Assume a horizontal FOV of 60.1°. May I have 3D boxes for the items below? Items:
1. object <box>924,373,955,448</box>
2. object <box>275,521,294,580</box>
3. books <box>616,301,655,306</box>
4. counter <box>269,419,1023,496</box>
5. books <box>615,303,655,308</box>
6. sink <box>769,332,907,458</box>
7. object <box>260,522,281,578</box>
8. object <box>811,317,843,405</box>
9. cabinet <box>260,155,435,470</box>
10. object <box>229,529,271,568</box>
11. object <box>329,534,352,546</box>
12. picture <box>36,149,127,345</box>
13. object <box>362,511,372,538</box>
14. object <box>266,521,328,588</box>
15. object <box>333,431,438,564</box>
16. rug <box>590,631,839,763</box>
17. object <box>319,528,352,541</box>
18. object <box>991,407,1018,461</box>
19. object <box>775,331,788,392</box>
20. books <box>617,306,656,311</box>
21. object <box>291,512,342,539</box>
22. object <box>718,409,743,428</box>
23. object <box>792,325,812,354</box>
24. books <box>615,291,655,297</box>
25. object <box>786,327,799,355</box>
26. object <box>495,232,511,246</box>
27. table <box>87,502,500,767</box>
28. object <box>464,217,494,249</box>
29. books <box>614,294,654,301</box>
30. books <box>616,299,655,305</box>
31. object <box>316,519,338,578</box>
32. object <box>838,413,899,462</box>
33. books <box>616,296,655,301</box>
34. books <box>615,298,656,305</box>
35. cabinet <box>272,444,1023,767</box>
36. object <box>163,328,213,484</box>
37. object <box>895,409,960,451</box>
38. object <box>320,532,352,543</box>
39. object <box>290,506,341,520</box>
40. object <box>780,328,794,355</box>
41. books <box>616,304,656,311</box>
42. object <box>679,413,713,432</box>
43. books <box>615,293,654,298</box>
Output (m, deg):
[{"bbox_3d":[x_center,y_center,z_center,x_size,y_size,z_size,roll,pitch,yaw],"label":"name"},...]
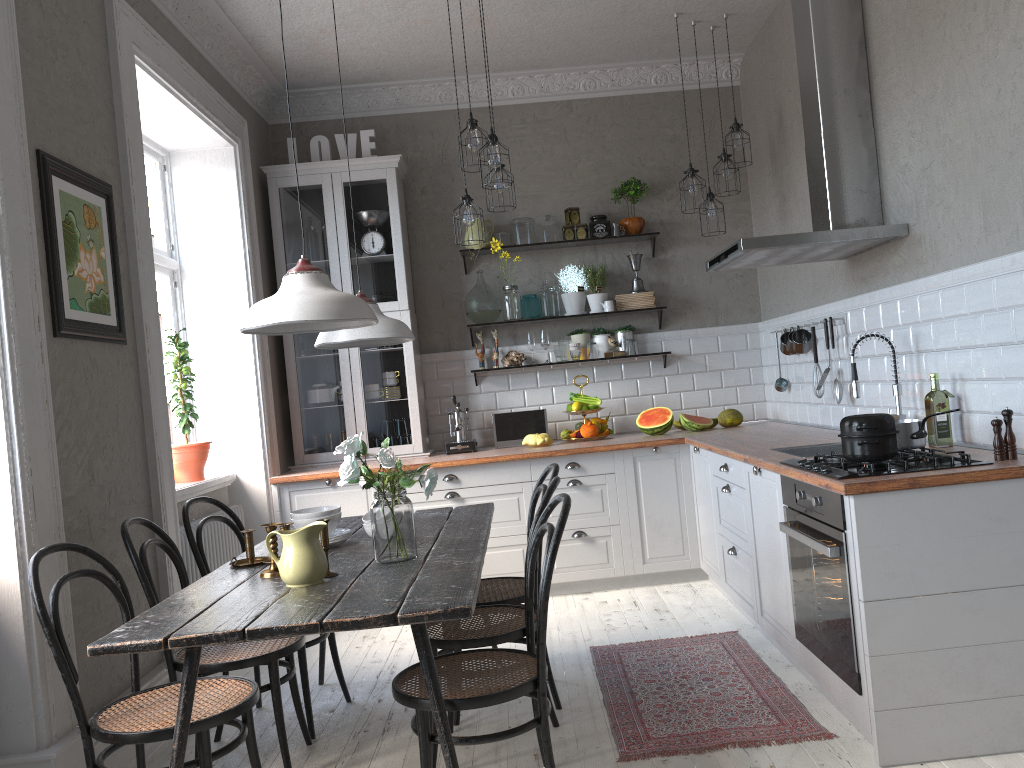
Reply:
[{"bbox_3d":[1.623,0.099,3.347,0.089,0.282,0.081,-5,0,-1],"label":"object"},{"bbox_3d":[-0.677,0.496,2.664,0.061,0.172,0.063,-5,0,21],"label":"object"},{"bbox_3d":[0.825,-0.530,5.913,0.259,0.016,0.158,-6,0,8],"label":"books"},{"bbox_3d":[0.194,0.398,4.285,3.165,0.039,3.386,-5,0,-1],"label":"counter"},{"bbox_3d":[0.826,-0.519,5.913,0.259,0.016,0.159,-6,0,11],"label":"books"},{"bbox_3d":[1.383,0.155,3.678,0.529,0.720,0.485,-5,0,-1],"label":"sink"},{"bbox_3d":[-0.737,0.502,2.734,0.097,0.172,0.094,-5,0,-20],"label":"object"},{"bbox_3d":[1.600,-0.115,4.554,0.081,0.443,0.329,-5,0,1],"label":"object"},{"bbox_3d":[-1.036,-0.434,5.703,0.881,1.921,0.387,-5,0,-2],"label":"cabinet"},{"bbox_3d":[-0.879,0.547,2.968,0.141,0.112,0.137,-5,0,-18],"label":"object"},{"bbox_3d":[-0.698,0.574,3.201,0.235,0.027,0.240,-6,0,17],"label":"object"},{"bbox_3d":[-1.517,-0.459,3.155,0.020,0.619,0.520,-5,0,0],"label":"picture"},{"bbox_3d":[-0.486,0.508,3.252,0.123,0.119,0.129,-6,0,15],"label":"object"},{"bbox_3d":[-0.610,0.490,2.548,0.153,0.170,0.133,-5,0,-40],"label":"object"},{"bbox_3d":[-0.381,0.346,2.760,0.312,0.414,0.251,-5,0,-3],"label":"object"},{"bbox_3d":[0.704,1.181,3.490,0.737,0.014,1.288,-5,0,0],"label":"rug"},{"bbox_3d":[-0.700,0.557,3.201,0.234,0.027,0.241,-6,0,22],"label":"object"},{"bbox_3d":[1.562,0.157,2.814,0.073,0.167,0.036,-5,0,-2],"label":"object"},{"bbox_3d":[1.641,-0.139,5.440,0.077,0.379,0.082,-5,0,-1],"label":"object"},{"bbox_3d":[0.828,-0.497,5.913,0.261,0.011,0.158,-5,0,1],"label":"books"},{"bbox_3d":[-0.703,0.521,3.201,0.181,0.094,0.178,-5,0,-10],"label":"object"},{"bbox_3d":[1.389,0.216,5.633,0.208,0.119,0.129,-5,0,-38],"label":"object"},{"bbox_3d":[1.613,-0.248,4.924,0.107,0.161,0.138,-6,0,16],"label":"object"},{"bbox_3d":[0.819,-0.594,5.913,0.260,0.011,0.158,-5,0,4],"label":"books"},{"bbox_3d":[1.623,-0.248,5.051,0.108,0.161,0.137,-5,0,1],"label":"object"},{"bbox_3d":[-0.059,-0.947,5.881,0.103,0.111,0.103,-5,0,-1],"label":"object"},{"bbox_3d":[-0.501,0.935,3.031,0.906,0.735,1.918,-5,0,0],"label":"table"},{"bbox_3d":[-0.223,-0.985,5.818,0.189,0.216,0.175,-6,0,13],"label":"object"},{"bbox_3d":[0.821,-0.573,5.913,0.259,0.016,0.159,-6,0,11],"label":"books"},{"bbox_3d":[0.824,-0.540,5.913,0.260,0.011,0.158,-5,0,4],"label":"books"},{"bbox_3d":[-0.554,0.487,2.633,0.059,0.167,0.060,-5,0,13],"label":"object"},{"bbox_3d":[1.160,0.174,2.883,0.193,0.147,0.190,-5,0,-21],"label":"object"},{"bbox_3d":[0.822,-0.562,5.913,0.260,0.011,0.158,-5,0,4],"label":"books"},{"bbox_3d":[0.823,-0.551,5.913,0.261,0.011,0.158,-5,0,1],"label":"books"},{"bbox_3d":[0.684,0.764,4.448,2.030,0.854,4.106,-5,0,-45],"label":"cabinet"},{"bbox_3d":[-1.735,0.108,4.666,0.255,0.813,0.264,-6,0,26],"label":"object"},{"bbox_3d":[1.431,0.157,3.120,0.298,0.134,0.178,-6,0,33],"label":"object"},{"bbox_3d":[-0.699,0.565,3.201,0.242,0.027,0.233,-5,0,-33],"label":"object"},{"bbox_3d":[-0.705,0.501,3.201,0.181,0.094,0.178,-5,0,-10],"label":"object"},{"bbox_3d":[1.623,-0.248,5.180,0.107,0.161,0.138,-5,0,11],"label":"object"},{"bbox_3d":[0.827,-0.508,5.913,0.260,0.011,0.158,-5,0,4],"label":"books"},{"bbox_3d":[1.154,0.235,5.500,0.227,0.127,0.146,-5,0,-18],"label":"object"},{"bbox_3d":[0.820,-0.583,5.913,0.259,0.016,0.158,-6,0,8],"label":"books"}]
